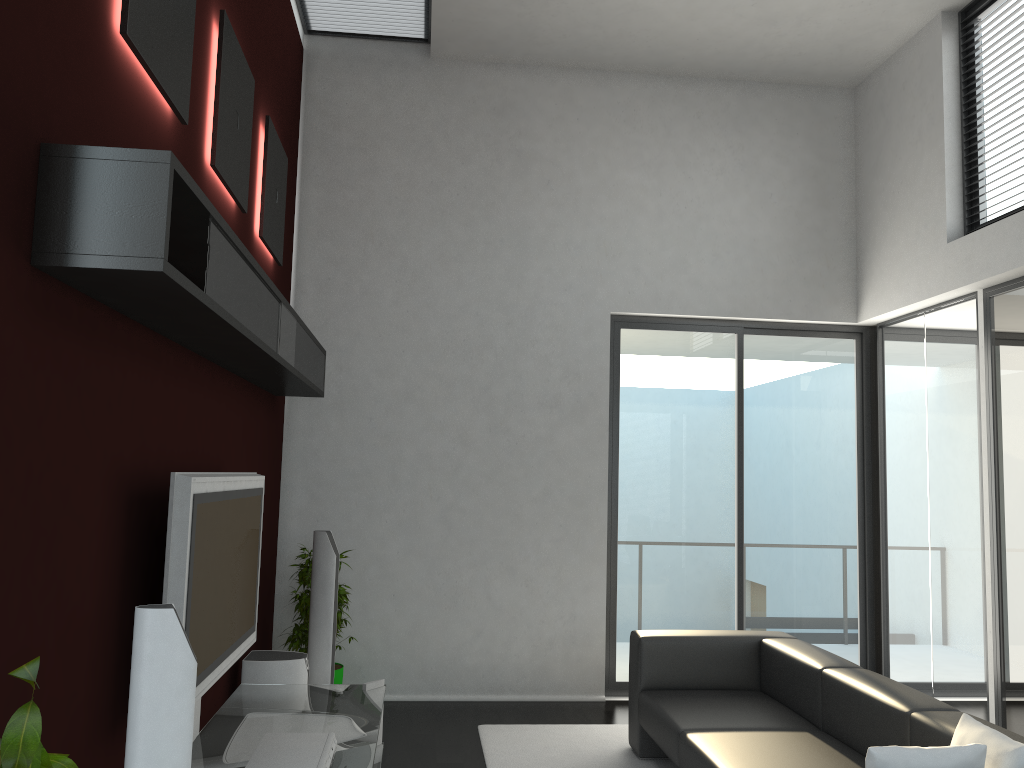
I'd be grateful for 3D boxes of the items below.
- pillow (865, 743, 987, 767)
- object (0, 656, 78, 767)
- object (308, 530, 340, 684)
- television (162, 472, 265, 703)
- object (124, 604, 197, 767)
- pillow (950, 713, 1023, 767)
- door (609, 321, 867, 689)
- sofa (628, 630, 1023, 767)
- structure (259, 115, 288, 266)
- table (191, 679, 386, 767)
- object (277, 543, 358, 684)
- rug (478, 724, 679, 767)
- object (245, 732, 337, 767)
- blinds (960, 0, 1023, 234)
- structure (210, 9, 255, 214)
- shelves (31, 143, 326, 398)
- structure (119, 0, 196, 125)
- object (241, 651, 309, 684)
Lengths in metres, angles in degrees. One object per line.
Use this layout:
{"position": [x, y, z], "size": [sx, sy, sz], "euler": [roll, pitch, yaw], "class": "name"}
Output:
{"position": [1.235, 1.262, 2.698], "size": [0.376, 0.358, 0.186], "euler": [2, -6, -4], "class": "pillow"}
{"position": [-0.464, 0.767, 0.183], "size": [0.646, 1.515, 0.994], "euler": [3, -6, -14], "class": "object"}
{"position": [-1.088, 1.423, 5.097], "size": [0.215, 1.141, 0.228], "euler": [1, -6, 9], "class": "object"}
{"position": [-1.176, 0.759, 3.542], "size": [0.099, 0.807, 1.436], "euler": [2, -6, -6], "class": "television"}
{"position": [-0.873, 1.126, 2.170], "size": [0.215, 1.141, 0.228], "euler": [4, -6, -21], "class": "object"}
{"position": [1.492, 1.281, 2.823], "size": [0.169, 0.361, 0.376], "euler": [2, -6, -4], "class": "pillow"}
{"position": [1.652, 0.874, 6.441], "size": [1.900, 2.600, 0.050], "euler": [2, -6, -6], "class": "door"}
{"position": [1.255, 1.593, 3.729], "size": [0.943, 0.652, 2.781], "euler": [2, -6, -6], "class": "sofa"}
{"position": [-1.385, -1.089, 5.109], "size": [0.055, 0.676, 0.678], "euler": [2, -6, -6], "class": "structure"}
{"position": [-0.924, 1.314, 3.537], "size": [0.771, 1.093, 2.046], "euler": [2, -6, -6], "class": "table"}
{"position": [-1.219, 1.526, 5.538], "size": [0.507, 1.068, 0.599], "euler": [4, -6, -21], "class": "object"}
{"position": [0.908, 1.920, 3.648], "size": [1.875, 0.009, 3.695], "euler": [2, -6, -6], "class": "rug"}
{"position": [-0.793, 1.365, 3.215], "size": [0.273, 0.073, 0.439], "euler": [2, -6, -6], "class": "object"}
{"position": [2.876, -1.654, 4.976], "size": [0.048, 1.372, 1.076], "euler": [2, -6, -6], "class": "blinds"}
{"position": [-1.272, -1.200, 4.012], "size": [0.055, 0.676, 0.678], "euler": [2, -6, -6], "class": "structure"}
{"position": [-0.996, -0.416, 2.232], "size": [0.305, 0.301, 6.988], "euler": [2, -6, -6], "class": "shelves"}
{"position": [-1.159, -1.310, 2.916], "size": [0.055, 0.676, 0.678], "euler": [2, -6, -6], "class": "structure"}
{"position": [-1.248, 1.702, 4.686], "size": [0.323, 0.518, 0.286], "euler": [2, -6, -6], "class": "object"}
